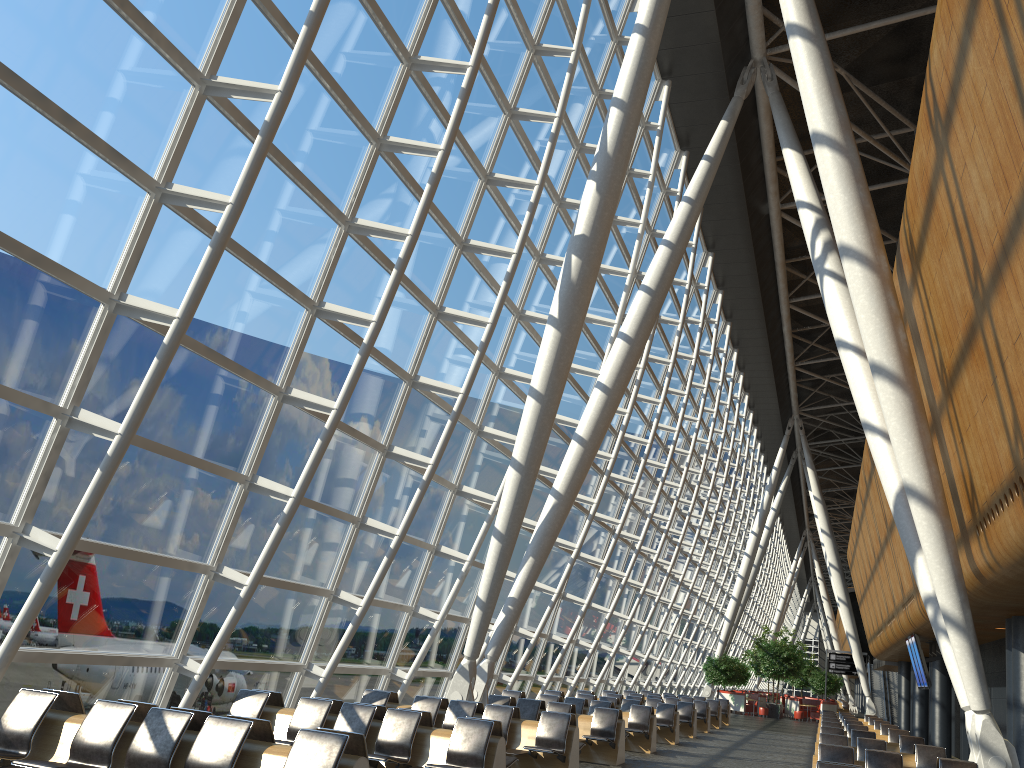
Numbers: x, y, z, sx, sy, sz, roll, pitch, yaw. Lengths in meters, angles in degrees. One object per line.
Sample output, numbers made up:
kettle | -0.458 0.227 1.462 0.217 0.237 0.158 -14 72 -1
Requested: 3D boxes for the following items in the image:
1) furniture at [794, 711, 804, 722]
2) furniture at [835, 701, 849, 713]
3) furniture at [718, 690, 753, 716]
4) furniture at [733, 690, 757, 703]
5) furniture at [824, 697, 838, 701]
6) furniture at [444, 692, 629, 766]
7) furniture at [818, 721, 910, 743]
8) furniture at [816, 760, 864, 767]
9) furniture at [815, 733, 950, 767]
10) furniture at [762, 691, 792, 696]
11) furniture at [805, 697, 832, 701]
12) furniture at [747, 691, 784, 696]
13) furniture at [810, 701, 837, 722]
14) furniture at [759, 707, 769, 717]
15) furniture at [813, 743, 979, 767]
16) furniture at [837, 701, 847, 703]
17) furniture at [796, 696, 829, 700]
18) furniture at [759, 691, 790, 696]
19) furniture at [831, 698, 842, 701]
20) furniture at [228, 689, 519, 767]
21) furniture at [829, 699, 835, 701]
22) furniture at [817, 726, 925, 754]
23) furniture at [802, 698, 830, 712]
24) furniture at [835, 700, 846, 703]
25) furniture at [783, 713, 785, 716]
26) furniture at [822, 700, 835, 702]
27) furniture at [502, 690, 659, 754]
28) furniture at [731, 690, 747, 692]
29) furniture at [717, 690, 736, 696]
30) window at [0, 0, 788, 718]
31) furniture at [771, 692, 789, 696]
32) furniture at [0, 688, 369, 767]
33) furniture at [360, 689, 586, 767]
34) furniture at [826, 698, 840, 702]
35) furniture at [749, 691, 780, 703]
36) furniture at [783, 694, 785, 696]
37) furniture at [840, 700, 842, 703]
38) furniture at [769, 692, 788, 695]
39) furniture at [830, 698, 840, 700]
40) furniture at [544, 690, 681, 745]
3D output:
furniture | 13.510 15.637 41.505 0.444 0.450 0.453 -3 -17 32
furniture | 24.307 24.231 66.184 1.895 0.850 1.702 0 -17 20
furniture | 10.941 15.738 43.584 0.891 0.984 2.890 9 -17 -11
furniture | 13.383 18.136 50.476 0.891 0.984 2.890 9 -17 -11
furniture | 32.126 31.910 88.251 1.895 0.850 1.702 0 -17 20
furniture | 0.300 5.851 15.115 3.249 0.850 1.702 0 -17 20
furniture | 7.570 7.794 18.953 1.895 0.850 1.702 0 -17 20
furniture | 3.660 3.955 7.919 1.895 0.850 1.702 0 -17 20
furniture | 5.615 5.874 13.436 1.895 0.850 1.702 0 -17 20
furniture | 26.811 31.886 89.930 3.249 0.850 1.702 0 -17 20
furniture | 18.105 19.253 52.501 0.891 0.984 2.890 9 -17 -11
furniture | 20.946 26.127 73.380 3.249 0.850 1.702 0 -17 20
furniture | 15.197 15.918 42.756 0.890 0.985 2.892 -3 -19 32
furniture | 11.890 15.512 41.641 0.447 0.450 0.449 13 -16 -26
furniture | 4.638 4.915 10.678 1.895 0.850 1.702 0 -17 20
furniture | 26.261 26.151 71.701 1.895 0.850 1.702 0 -17 20
furniture | 18.997 20.442 56.022 2.853 0.987 0.902 14 -16 -26
furniture | 25.833 30.926 87.171 3.249 0.850 1.702 0 -17 20
furniture | 31.149 30.950 85.492 1.895 0.850 1.702 0 -17 20
furniture | -1.655 3.931 9.598 3.249 0.850 1.702 0 -17 20
furniture | 20.854 21.322 58.234 0.887 0.985 2.901 1 -17 17
furniture | 6.593 6.834 16.194 1.895 0.850 1.702 0 -17 20
furniture | 15.663 16.855 45.609 0.891 0.984 2.890 9 -17 -11
furniture | 25.284 25.191 68.942 1.895 0.850 1.702 0 -17 20
furniture | 14.451 17.526 47.260 0.442 0.450 0.454 5 -14 3
furniture | 17.639 18.316 49.648 0.890 0.985 2.892 -3 -19 32
furniture | 1.277 6.810 17.873 3.249 0.850 1.702 0 -17 20
furniture | 13.849 19.073 53.329 0.890 0.985 2.892 -3 -19 32
furniture | 11.407 16.675 46.437 0.890 0.985 2.892 -3 -19 32
window | 19.027 18.036 69.780 3.716 13.726 170.414 2 -18 20
furniture | 24.856 29.966 84.413 3.249 0.850 1.702 0 -17 20
furniture | -2.632 2.971 6.840 3.249 0.850 1.702 0 -17 20
furniture | -0.677 4.891 12.357 3.249 0.850 1.702 0 -17 20
furniture | 29.194 29.030 79.976 1.895 0.850 1.702 0 -17 20
furniture | 17.545 21.856 61.040 2.853 0.987 0.902 14 -16 -26
furniture | 21.924 27.087 76.138 3.249 0.850 1.702 0 -17 20
furniture | 27.239 27.111 74.459 1.895 0.850 1.702 0 -17 20
furniture | 23.878 29.007 81.655 3.249 0.850 1.702 0 -17 20
furniture | 30.171 29.990 82.734 1.895 0.850 1.702 0 -17 20
furniture | 2.255 7.770 20.632 3.249 0.850 1.702 0 -17 20
